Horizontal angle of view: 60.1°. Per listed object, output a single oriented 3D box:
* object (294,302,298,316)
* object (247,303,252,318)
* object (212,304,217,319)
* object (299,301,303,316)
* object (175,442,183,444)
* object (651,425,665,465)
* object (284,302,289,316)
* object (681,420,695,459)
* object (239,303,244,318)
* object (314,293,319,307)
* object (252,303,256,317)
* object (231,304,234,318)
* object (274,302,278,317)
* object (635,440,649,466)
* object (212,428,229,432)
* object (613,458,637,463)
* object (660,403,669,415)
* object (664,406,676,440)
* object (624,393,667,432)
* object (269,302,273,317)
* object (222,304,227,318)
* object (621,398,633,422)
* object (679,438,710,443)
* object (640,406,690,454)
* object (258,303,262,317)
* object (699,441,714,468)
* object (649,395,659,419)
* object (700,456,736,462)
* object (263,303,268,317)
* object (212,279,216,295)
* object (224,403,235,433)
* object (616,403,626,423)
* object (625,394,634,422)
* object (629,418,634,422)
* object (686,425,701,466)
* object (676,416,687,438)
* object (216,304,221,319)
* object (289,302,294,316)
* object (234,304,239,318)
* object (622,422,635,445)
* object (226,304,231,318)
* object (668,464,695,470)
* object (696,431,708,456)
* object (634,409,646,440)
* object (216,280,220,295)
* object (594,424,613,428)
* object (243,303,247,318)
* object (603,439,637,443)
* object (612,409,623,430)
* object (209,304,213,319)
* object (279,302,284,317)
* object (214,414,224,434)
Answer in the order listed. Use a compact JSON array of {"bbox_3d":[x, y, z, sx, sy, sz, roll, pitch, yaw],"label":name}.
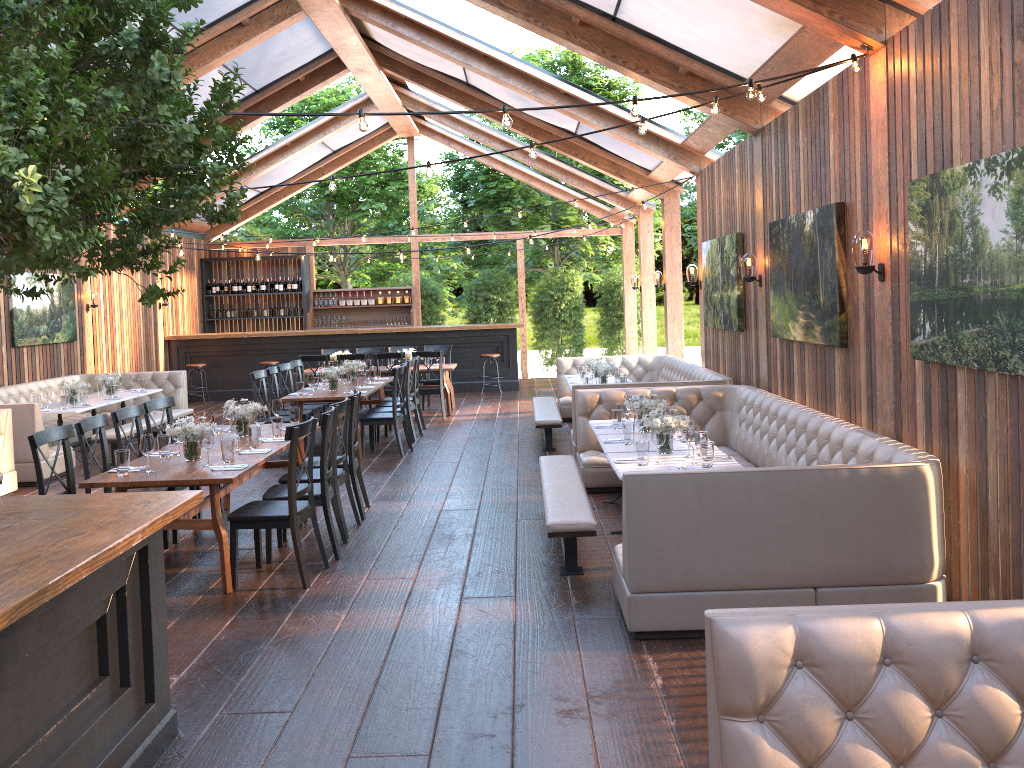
[{"bbox_3d":[-4.592,-1.600,18.806,0.094,0.308,0.094,-2,2,2],"label":"object"},{"bbox_3d":[-5.589,-1.567,18.817,0.094,0.308,0.094,-2,2,2],"label":"object"},{"bbox_3d":[-6.336,-1.543,18.838,0.094,0.308,0.094,-2,2,6],"label":"object"},{"bbox_3d":[-4.489,-1.607,18.840,0.094,0.308,0.094,-1,2,27],"label":"object"},{"bbox_3d":[-2.488,0.443,6.913,0.255,0.019,0.158,-2,6,1],"label":"object"},{"bbox_3d":[0.939,0.389,5.680,0.092,0.244,0.092,-4,3,-41],"label":"object"},{"bbox_3d":[-4.800,-1.597,18.850,0.094,0.308,0.094,-1,2,22],"label":"object"},{"bbox_3d":[1.166,0.365,5.846,0.092,0.244,0.092,-4,3,-41],"label":"object"},{"bbox_3d":[-5.771,-1.566,18.872,0.094,0.308,0.094,-2,2,-3],"label":"object"},{"bbox_3d":[-4.217,-1.817,19.112,0.094,0.317,0.095,-2,2,1],"label":"object"},{"bbox_3d":[-5.483,-1.568,18.799,0.094,0.308,0.094,-3,2,-18],"label":"object"},{"bbox_3d":[-5.963,-1.561,18.893,0.094,0.308,0.094,-3,3,-35],"label":"object"},{"bbox_3d":[-5.018,-1.586,18.810,0.094,0.308,0.094,-3,2,-34],"label":"object"},{"bbox_3d":[0.830,0.441,5.630,0.092,0.158,0.092,-3,3,-13],"label":"object"},{"bbox_3d":[-2.481,0.386,7.499,0.255,0.019,0.158,-2,6,1],"label":"object"},{"bbox_3d":[0.794,0.495,5.800,0.255,0.019,0.158,-2,6,1],"label":"object"},{"bbox_3d":[1.283,0.245,7.479,0.092,0.158,0.092,-3,3,-13],"label":"object"},{"bbox_3d":[1.181,0.291,6.602,0.092,0.244,0.092,-4,3,-41],"label":"object"},{"bbox_3d":[1.055,0.224,7.002,0.336,0.309,0.330,-1,4,17],"label":"object"},{"bbox_3d":[-5.134,-1.585,18.847,0.094,0.308,0.095,-1,2,28],"label":"object"},{"bbox_3d":[-6.146,-1.553,18.882,0.094,0.308,0.095,-1,2,28],"label":"object"},{"bbox_3d":[0.944,0.237,7.244,0.092,0.244,0.092,-4,3,-41],"label":"object"},{"bbox_3d":[1.322,0.407,6.512,0.255,0.019,0.158,-2,6,1],"label":"object"},{"bbox_3d":[1.046,0.318,6.043,0.336,0.309,0.330,-1,4,13],"label":"object"},{"bbox_3d":[-5.369,-1.577,18.844,0.094,0.308,0.094,-2,2,1],"label":"object"},{"bbox_3d":[1.214,0.439,5.506,0.092,0.158,0.092,-3,3,-13],"label":"object"},{"bbox_3d":[1.187,0.213,7.397,0.092,0.244,0.092,-2,2,4],"label":"object"},{"bbox_3d":[1.312,0.483,5.736,0.255,0.019,0.158,-2,6,1],"label":"object"},{"bbox_3d":[-5.249,-1.579,18.825,0.094,0.308,0.094,-2,2,-2],"label":"object"},{"bbox_3d":[-6.337,-2.064,18.838,0.087,0.334,0.087,-3,2,-19],"label":"object"},{"bbox_3d":[-2.356,0.281,7.382,0.092,0.244,0.092,-1,2,26],"label":"object"},{"bbox_3d":[0.934,0.249,7.564,0.092,0.158,0.092,0,3,37],"label":"object"},{"bbox_3d":[0.997,0.212,7.474,0.092,0.244,0.092,-4,3,-41],"label":"object"},{"bbox_3d":[1.096,0.308,7.613,0.157,0.019,0.256,-2,6,1],"label":"object"},{"bbox_3d":[1.148,0.389,5.604,0.092,0.244,0.092,-4,3,-41],"label":"object"},{"bbox_3d":[1.277,0.323,6.677,0.092,0.158,0.092,-3,3,-13],"label":"object"},{"bbox_3d":[-6.245,-1.546,18.846,0.094,0.308,0.094,-3,2,-34],"label":"object"},{"bbox_3d":[-4.696,-1.598,18.820,0.094,0.308,0.094,-2,2,-3],"label":"object"},{"bbox_3d":[-5.870,-1.558,18.833,0.094,0.308,0.094,-1,2,22],"label":"object"},{"bbox_3d":[0.848,0.363,6.425,0.092,0.158,0.092,-3,3,-13],"label":"object"},{"bbox_3d":[-6.051,-1.556,18.879,0.094,0.308,0.094,-2,2,-2],"label":"object"},{"bbox_3d":[1.052,0.519,5.462,0.157,0.019,0.256,-2,6,1],"label":"object"},{"bbox_3d":[1.266,0.399,5.904,0.092,0.158,0.092,-3,3,-13],"label":"object"},{"bbox_3d":[0.942,0.310,6.493,0.092,0.244,0.092,-4,3,-41],"label":"object"},{"bbox_3d":[-6.251,-2.051,18.808,0.077,0.306,0.077,-1,2,17],"label":"object"},{"bbox_3d":[0.812,0.344,7.343,0.255,0.019,0.158,-2,6,1],"label":"object"},{"bbox_3d":[-5.675,-1.567,18.858,0.094,0.308,0.094,-1,2,27],"label":"object"},{"bbox_3d":[0.804,0.418,6.593,0.255,0.019,0.158,-2,6,1],"label":"object"},{"bbox_3d":[0.857,0.289,7.182,0.092,0.158,0.092,-3,3,-13],"label":"object"},{"bbox_3d":[-6.431,-1.545,18.901,0.094,0.308,0.094,-2,2,-13],"label":"object"},{"bbox_3d":[-4.910,-1.592,18.835,0.094,0.308,0.094,-3,3,-35],"label":"object"},{"bbox_3d":[-2.432,0.332,7.323,0.092,0.158,0.092,0,3,37],"label":"object"}]
